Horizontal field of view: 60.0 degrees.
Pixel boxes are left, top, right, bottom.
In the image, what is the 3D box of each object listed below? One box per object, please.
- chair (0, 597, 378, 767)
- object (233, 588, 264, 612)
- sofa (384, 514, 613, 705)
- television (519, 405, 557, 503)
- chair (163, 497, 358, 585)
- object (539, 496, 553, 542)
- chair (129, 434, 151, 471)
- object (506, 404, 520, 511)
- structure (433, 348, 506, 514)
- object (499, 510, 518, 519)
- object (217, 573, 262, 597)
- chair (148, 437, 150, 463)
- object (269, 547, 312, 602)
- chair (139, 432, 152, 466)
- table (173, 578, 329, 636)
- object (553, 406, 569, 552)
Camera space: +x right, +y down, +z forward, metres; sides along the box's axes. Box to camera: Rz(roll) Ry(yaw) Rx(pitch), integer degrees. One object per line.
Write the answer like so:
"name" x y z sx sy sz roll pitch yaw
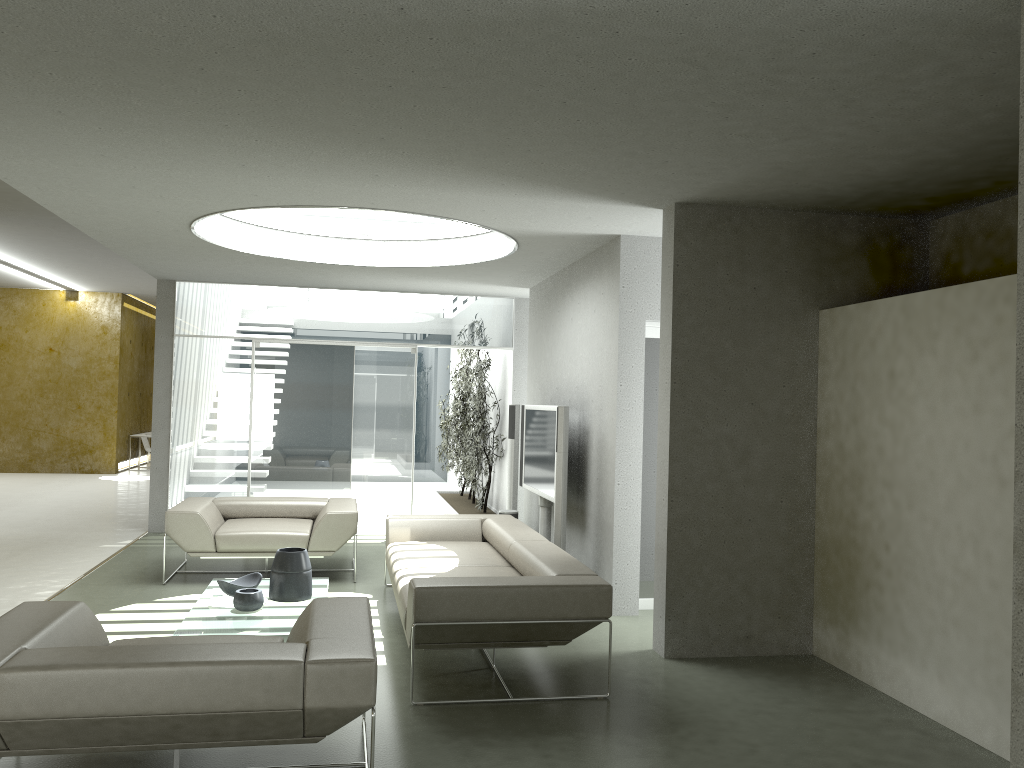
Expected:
"chair" -1.297 1.228 3.458 1.481 0.583 1.039 2 -1 -11
"object" -1.579 1.296 5.317 0.177 0.113 0.177 2 -1 -30
"sofa" -0.257 1.304 5.767 1.037 0.585 2.791 2 -1 -11
"television" 0.291 0.575 7.694 0.127 0.781 1.603 2 -1 -11
"chair" -2.063 1.295 7.485 1.481 0.583 1.039 2 -1 -11
"object" 0.218 1.308 7.668 0.323 0.689 0.882 2 -1 -11
"chair" -7.051 1.334 17.429 0.710 0.667 0.800 2 -1 -11
"object" 0.011 0.936 8.802 0.310 1.469 0.310 1 -1 16
"structure" -0.636 0.425 11.834 0.646 2.589 3.371 2 -1 -11
"object" -0.041 1.430 8.389 0.175 0.461 0.185 2 -1 -16
"object" -1.743 1.294 5.677 0.223 0.125 0.317 1 -1 26
"chair" -7.371 1.362 19.111 0.710 0.667 0.800 2 -1 -11
"object" -1.404 1.209 5.641 0.265 0.309 0.265 2 -1 -28
"chair" -7.211 1.348 18.270 0.710 0.667 0.800 2 -1 -11
"table" -1.558 1.458 5.521 0.790 0.200 1.500 2 -1 -11
"object" 0.364 0.898 6.591 0.310 1.469 0.310 2 -1 -34
